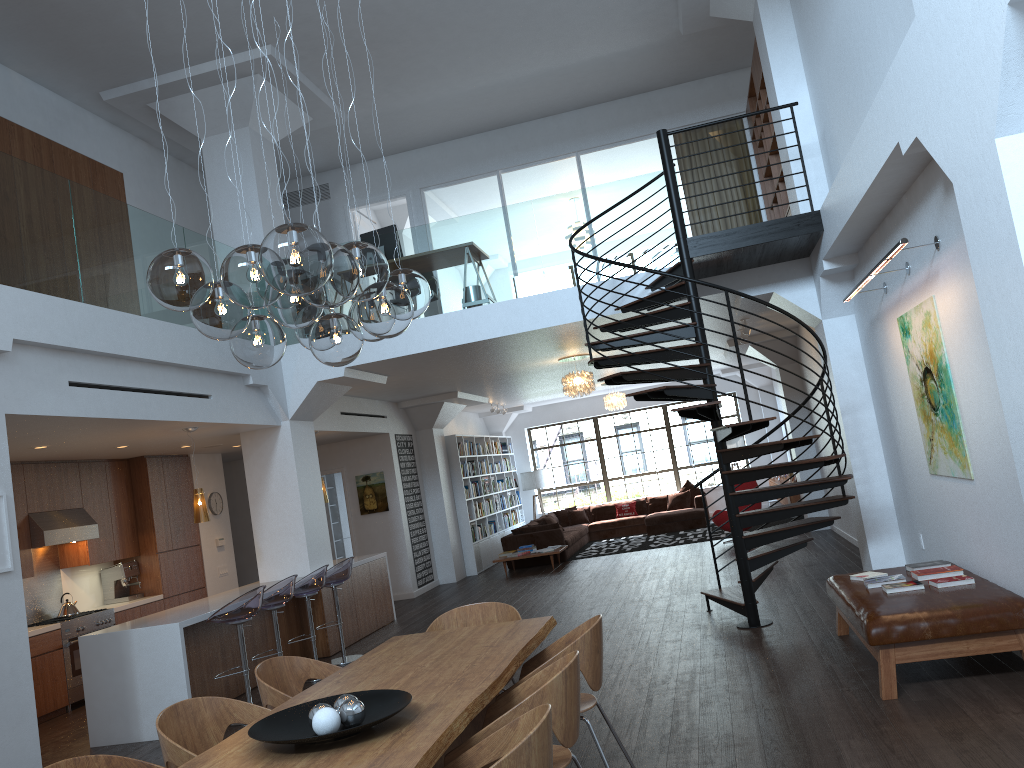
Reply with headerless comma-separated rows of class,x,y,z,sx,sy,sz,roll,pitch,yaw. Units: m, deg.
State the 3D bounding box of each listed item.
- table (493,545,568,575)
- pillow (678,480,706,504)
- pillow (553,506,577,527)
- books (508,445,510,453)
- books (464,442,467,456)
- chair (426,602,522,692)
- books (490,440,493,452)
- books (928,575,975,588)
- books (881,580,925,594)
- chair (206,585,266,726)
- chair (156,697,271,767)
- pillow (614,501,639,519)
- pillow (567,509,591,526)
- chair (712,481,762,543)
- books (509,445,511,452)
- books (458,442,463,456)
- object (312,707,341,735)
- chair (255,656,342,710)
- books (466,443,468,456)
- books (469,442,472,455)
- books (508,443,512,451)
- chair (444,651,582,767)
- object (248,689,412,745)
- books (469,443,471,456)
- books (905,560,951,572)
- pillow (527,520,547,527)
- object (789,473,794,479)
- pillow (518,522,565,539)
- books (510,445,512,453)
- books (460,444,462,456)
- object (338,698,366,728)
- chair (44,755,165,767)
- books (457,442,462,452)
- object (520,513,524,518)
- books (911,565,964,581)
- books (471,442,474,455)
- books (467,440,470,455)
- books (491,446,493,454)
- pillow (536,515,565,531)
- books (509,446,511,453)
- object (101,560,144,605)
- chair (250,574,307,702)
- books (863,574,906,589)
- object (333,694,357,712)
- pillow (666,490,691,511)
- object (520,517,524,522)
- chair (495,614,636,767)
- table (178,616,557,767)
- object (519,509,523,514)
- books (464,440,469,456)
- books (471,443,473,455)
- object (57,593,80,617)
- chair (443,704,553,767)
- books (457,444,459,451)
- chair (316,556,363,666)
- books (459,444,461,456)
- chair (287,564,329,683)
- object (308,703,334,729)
table,0.329,2.887,14.458,1.100,0.271,0.853,-11,-6,11
pillow,3.588,2.254,18.087,0.651,0.587,0.335,-8,-6,-10
pillow,1.183,2.778,18.482,0.580,0.418,0.334,-8,-6,-15
books,-0.124,1.448,19.435,0.134,0.184,0.030,-11,-6,11
books,-0.909,1.179,15.885,0.170,0.251,0.118,-11,-6,11
chair,-0.188,1.719,5.070,0.629,0.833,0.618,-10,-6,6
books,-0.473,1.283,17.844,0.140,0.298,0.044,-11,-6,11
books,2.736,1.230,5.524,0.224,0.036,0.161,-10,-6,6
books,2.469,1.282,5.605,0.224,0.032,0.161,-11,-6,11
chair,-2.158,2.160,7.114,0.481,1.014,0.530,-11,-6,13
chair,-1.111,1.730,3.699,0.618,0.833,0.629,-11,-6,11
pillow,2.356,2.598,18.285,0.465,0.308,0.220,-10,-6,8
pillow,1.350,2.755,18.348,0.489,0.337,0.238,-7,-6,-19
chair,3.509,1.924,13.838,0.801,1.006,0.798,-14,-7,37
books,-0.100,1.448,19.534,0.136,0.196,0.045,-11,-6,11
books,-0.961,1.160,15.648,0.170,0.251,0.118,-11,-6,11
object,-0.657,1.198,3.142,0.100,0.100,0.100,-6,-7,-33
chair,-0.928,1.778,4.457,0.618,0.833,0.629,-10,-6,9
books,-0.894,1.186,15.936,0.174,0.242,0.105,-11,-6,11
books,-0.834,1.197,16.183,0.182,0.253,0.098,-11,-6,11
books,-0.087,1.436,19.616,0.140,0.231,0.042,-11,-6,11
chair,0.043,1.515,3.469,0.618,0.833,0.629,-11,-6,13
object,-0.653,1.233,3.234,0.592,0.066,0.592,-6,-7,-31
books,-0.843,1.197,16.151,0.159,0.248,0.089,-11,-6,11
books,2.889,1.268,6.155,0.254,0.044,0.183,-10,-6,6
pillow,0.522,2.574,15.515,0.269,0.411,0.559,-6,-7,-32
object,5.323,1.755,16.877,0.089,0.110,0.089,-6,-7,-33
pillow,0.509,2.591,15.244,0.750,0.364,0.289,-10,-6,11
books,-0.088,1.452,19.573,0.139,0.191,0.036,-11,-6,11
books,-0.968,1.169,15.573,0.161,0.222,0.084,-11,-6,11
object,-0.577,1.189,3.202,0.100,0.100,0.100,-6,-7,-33
chair,-1.273,1.680,2.954,0.618,0.833,0.629,-11,-6,11
books,-0.971,1.160,15.606,0.159,0.248,0.089,-11,-6,11
object,0.062,2.890,19.295,0.331,0.088,0.410,-11,-6,11
books,2.803,1.248,5.848,0.283,0.043,0.197,-11,-6,11
books,-0.799,1.208,16.368,0.182,0.255,0.077,-11,-6,11
books,-0.875,1.174,16.087,0.197,0.290,0.136,-11,-6,11
books,-0.497,1.308,17.795,0.189,0.247,0.057,-11,-6,11
pillow,0.725,2.709,16.926,0.325,0.391,0.625,-12,-7,28
books,-0.105,1.452,19.479,0.128,0.178,0.022,-11,-6,11
object,-4.472,2.290,10.289,0.439,0.455,0.284,-11,-6,11
chair,-2.051,2.207,7.736,0.481,1.014,0.530,-10,-6,9
books,2.470,1.308,5.875,0.247,0.040,0.185,-11,-6,14
object,-0.614,1.204,3.296,0.100,0.100,0.100,-6,-7,-33
pillow,3.368,2.361,17.959,0.542,0.362,0.248,-13,-7,32
object,0.077,2.977,19.286,0.331,0.088,0.410,-11,-6,11
chair,0.211,1.563,4.217,0.617,0.830,0.629,-11,-6,11
table,-0.587,1.633,3.188,1.012,0.750,3.803,-11,-6,12
object,0.041,2.805,19.305,0.316,0.088,0.410,-11,-6,11
books,-0.885,1.169,16.025,0.176,0.293,0.125,-11,-6,11
books,-0.819,1.207,16.268,0.174,0.243,0.085,-11,-6,11
object,-4.722,2.335,9.420,0.222,0.235,0.222,-8,-6,-13
chair,-0.100,1.462,2.720,0.618,0.833,0.629,-11,-6,11
books,-1.009,1.161,15.388,0.182,0.215,0.188,-11,-6,11
chair,-1.767,2.287,8.968,0.481,1.014,0.530,-11,-6,13
books,-0.977,1.169,15.540,0.161,0.218,0.101,-11,-6,11
chair,-1.900,2.246,8.354,0.481,1.014,0.530,-10,-6,9
object,-0.693,1.217,3.236,0.100,0.100,0.100,-6,-7,-33
